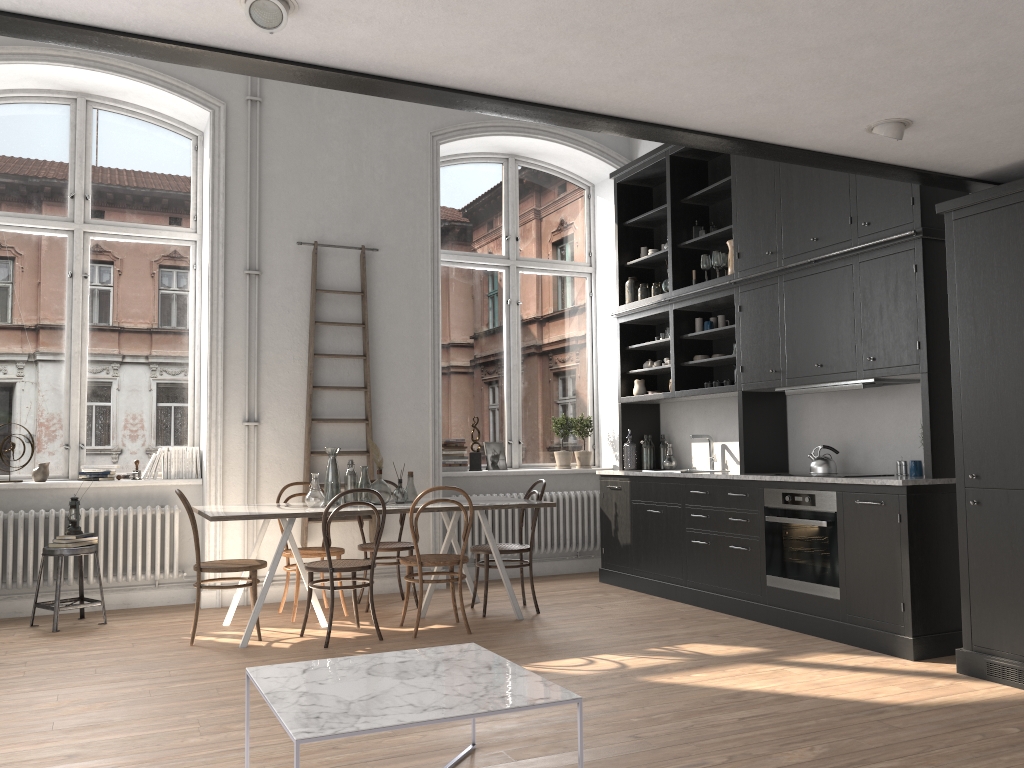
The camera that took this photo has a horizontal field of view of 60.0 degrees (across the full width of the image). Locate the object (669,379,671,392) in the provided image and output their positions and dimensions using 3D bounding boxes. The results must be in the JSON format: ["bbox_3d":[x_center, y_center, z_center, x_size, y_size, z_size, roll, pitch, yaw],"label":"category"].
[{"bbox_3d":[1.308,0.011,7.184,0.069,0.123,0.173,-1,-4,7],"label":"object"}]

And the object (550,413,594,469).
[{"bbox_3d":[0.565,0.531,8.312,0.500,0.523,0.234,2,-5,-36],"label":"object"}]

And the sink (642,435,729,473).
[{"bbox_3d":[1.388,0.654,7.006,0.514,0.504,0.526,1,-4,-25],"label":"sink"}]

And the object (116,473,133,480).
[{"bbox_3d":[-2.916,0.697,6.668,0.088,0.048,0.153,-2,-4,15],"label":"object"}]

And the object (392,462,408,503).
[{"bbox_3d":[-0.767,0.674,6.079,0.107,0.283,0.107,2,-4,-30],"label":"object"}]

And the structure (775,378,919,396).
[{"bbox_3d":[2.124,-0.004,5.686,0.379,0.123,0.844,1,-5,-25],"label":"structure"}]

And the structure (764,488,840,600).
[{"bbox_3d":[2.014,0.968,5.558,0.618,0.622,0.622,1,-4,-25],"label":"structure"}]

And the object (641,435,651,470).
[{"bbox_3d":[1.149,0.587,7.612,0.086,0.301,0.086,2,-5,-39],"label":"object"}]

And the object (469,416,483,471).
[{"bbox_3d":[-0.326,0.528,7.892,0.122,0.488,0.102,-1,-4,-1],"label":"object"}]

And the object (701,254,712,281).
[{"bbox_3d":[1.482,-0.873,6.765,0.083,0.221,0.083,-1,-4,6],"label":"object"}]

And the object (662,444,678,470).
[{"bbox_3d":[1.341,0.617,7.529,0.132,0.219,0.120,1,-4,-25],"label":"object"}]

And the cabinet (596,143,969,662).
[{"bbox_3d":[1.674,-0.205,6.356,0.635,3.581,3.252,1,-4,-25],"label":"cabinet"}]

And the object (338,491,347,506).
[{"bbox_3d":[-1.109,0.753,5.818,0.058,0.094,0.058,-1,-4,3],"label":"object"}]

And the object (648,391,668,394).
[{"bbox_3d":[1.237,0.083,7.538,0.180,0.037,0.180,3,-6,-40],"label":"object"}]

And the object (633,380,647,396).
[{"bbox_3d":[1.107,0.038,7.654,0.115,0.144,0.127,-4,-6,44],"label":"object"}]

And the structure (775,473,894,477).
[{"bbox_3d":[2.015,0.574,5.588,0.427,0.011,0.592,1,-5,-25],"label":"structure"}]

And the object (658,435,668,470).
[{"bbox_3d":[1.306,0.587,7.655,0.086,0.301,0.086,-2,-4,21],"label":"object"}]

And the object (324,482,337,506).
[{"bbox_3d":[-1.204,0.727,5.880,0.083,0.158,0.083,2,-4,-29],"label":"object"}]

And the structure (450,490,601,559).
[{"bbox_3d":[0.137,1.239,7.878,1.577,0.552,0.194,1,-4,-25],"label":"structure"}]

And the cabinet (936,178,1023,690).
[{"bbox_3d":[2.771,0.211,3.983,0.633,2.370,1.401,1,-4,-25],"label":"cabinet"}]

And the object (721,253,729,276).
[{"bbox_3d":[1.617,-0.878,6.719,0.083,0.221,0.083,1,-4,-26],"label":"object"}]

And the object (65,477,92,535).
[{"bbox_3d":[-2.962,0.831,6.059,0.154,0.383,0.163,-4,-5,38],"label":"object"}]

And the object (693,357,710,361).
[{"bbox_3d":[-1.282,0.694,6.273,5.827,1.841,0.792,1,-4,-20],"label":"object"}]

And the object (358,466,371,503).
[{"bbox_3d":[-1.007,0.689,6.057,0.100,0.255,0.098,-4,-5,42],"label":"object"}]

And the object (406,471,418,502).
[{"bbox_3d":[-0.707,0.717,6.187,0.101,0.211,0.101,-2,-4,14],"label":"object"}]

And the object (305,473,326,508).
[{"bbox_3d":[-1.267,0.684,5.713,0.132,0.219,0.132,2,-5,-36],"label":"object"}]

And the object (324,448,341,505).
[{"bbox_3d":[-1.216,0.624,6.007,0.116,0.382,0.116,0,-4,-14],"label":"object"}]

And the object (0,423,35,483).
[{"bbox_3d":[-3.589,0.493,6.350,0.347,0.425,0.087,-1,-4,7],"label":"object"}]

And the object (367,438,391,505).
[{"bbox_3d":[-0.887,0.583,5.942,0.157,0.446,0.157,0,-4,-7],"label":"object"}]

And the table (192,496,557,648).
[{"bbox_3d":[-0.927,1.197,5.929,2.200,0.779,1.101,1,-5,-25],"label":"table"}]

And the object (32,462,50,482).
[{"bbox_3d":[-3.411,0.637,6.418,0.102,0.142,0.100,-4,-5,40],"label":"object"}]

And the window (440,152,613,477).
[{"bbox_3d":[4.388,-4.648,13.969,14.386,15.926,26.412,1,-5,-25],"label":"window"}]

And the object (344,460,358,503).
[{"bbox_3d":[-1.079,0.658,5.945,0.086,0.301,0.086,2,-5,-39],"label":"object"}]

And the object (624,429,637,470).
[{"bbox_3d":[1.014,0.562,7.622,0.109,0.349,0.109,3,-5,-44],"label":"object"}]

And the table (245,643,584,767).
[{"bbox_3d":[-0.351,1.150,2.837,0.849,0.392,0.849,1,-5,-25],"label":"table"}]

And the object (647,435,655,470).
[{"bbox_3d":[1.203,0.594,7.724,0.086,0.301,0.086,0,-4,-11],"label":"object"}]

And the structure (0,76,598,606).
[{"bbox_3d":[-1.523,-0.554,7.150,5.182,4.471,0.340,1,-4,-25],"label":"structure"}]

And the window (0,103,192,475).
[{"bbox_3d":[-3.317,-0.737,6.776,1.622,2.841,0.013,1,-4,-25],"label":"window"}]

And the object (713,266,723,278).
[{"bbox_3d":[1.583,-0.872,6.793,0.083,0.221,0.083,2,-5,-33],"label":"object"}]

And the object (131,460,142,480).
[{"bbox_3d":[-2.815,0.643,6.657,0.088,0.153,0.048,-3,-5,35],"label":"object"}]

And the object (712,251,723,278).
[{"bbox_3d":[1.539,-0.883,6.647,0.083,0.221,0.083,-2,-4,21],"label":"object"}]

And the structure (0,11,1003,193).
[{"bbox_3d":[0.942,-1.809,1.722,5.927,1.212,4.160,1,-5,-25],"label":"structure"}]
